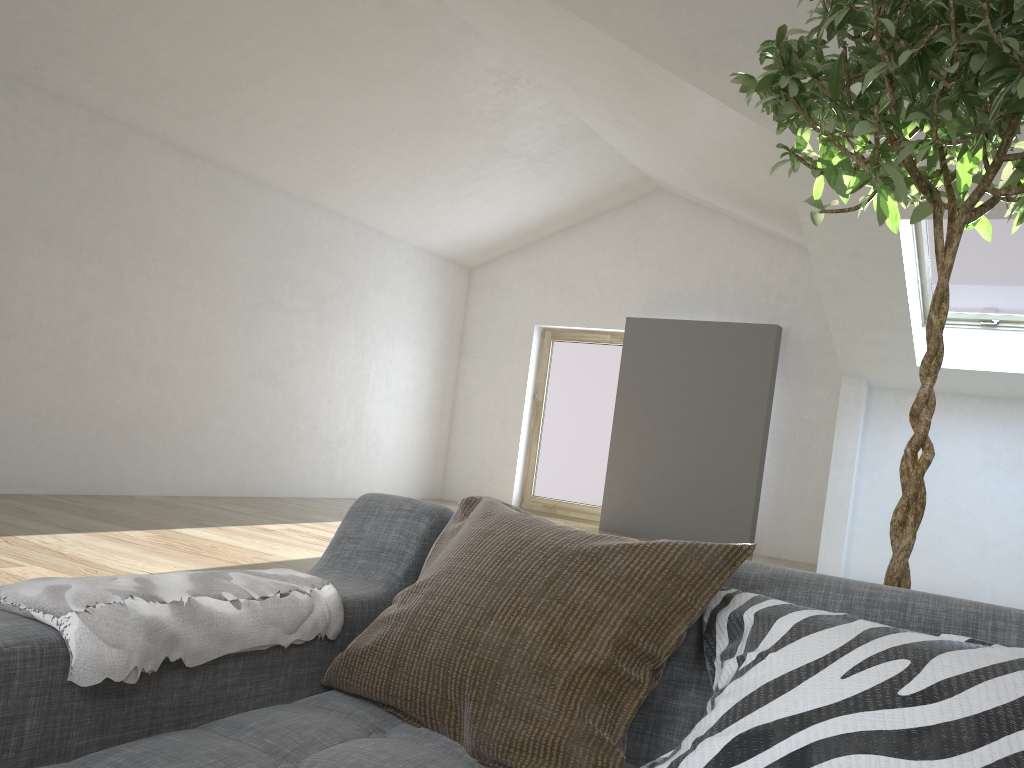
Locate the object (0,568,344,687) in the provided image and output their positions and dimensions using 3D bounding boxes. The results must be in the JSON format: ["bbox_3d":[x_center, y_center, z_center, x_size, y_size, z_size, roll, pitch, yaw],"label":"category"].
[{"bbox_3d":[-0.517,0.464,1.253,0.357,0.419,0.482,7,-2,33],"label":"object"}]

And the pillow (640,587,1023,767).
[{"bbox_3d":[0.429,0.423,1.030,0.560,0.283,0.358,6,-2,30],"label":"pillow"}]

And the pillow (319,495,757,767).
[{"bbox_3d":[0.007,0.355,1.314,0.575,0.338,0.310,5,-2,39],"label":"pillow"}]

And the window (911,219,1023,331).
[{"bbox_3d":[3.372,-0.797,6.183,1.470,0.729,1.905,6,-3,30],"label":"window"}]

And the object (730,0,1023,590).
[{"bbox_3d":[0.734,0.000,1.605,0.805,2.020,0.809,7,0,8],"label":"object"}]

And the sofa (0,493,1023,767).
[{"bbox_3d":[0.542,0.600,0.808,2.459,0.684,1.026,6,-3,29],"label":"sofa"}]
